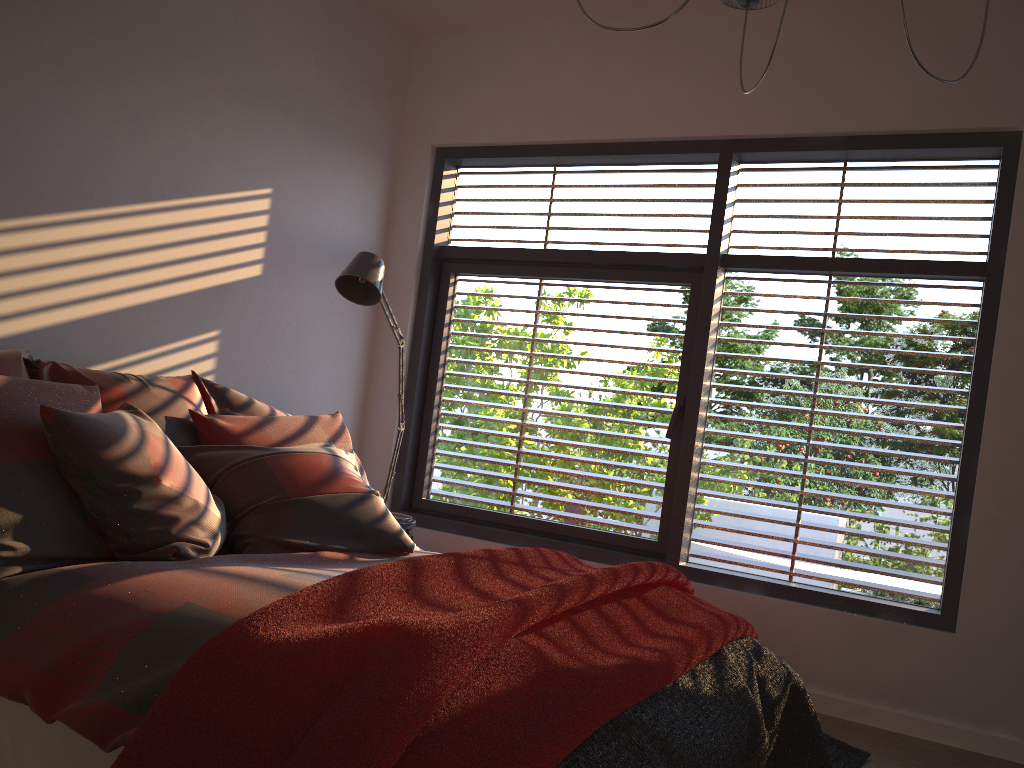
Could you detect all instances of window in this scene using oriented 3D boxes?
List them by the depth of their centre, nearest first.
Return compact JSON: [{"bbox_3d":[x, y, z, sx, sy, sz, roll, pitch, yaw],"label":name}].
[{"bbox_3d":[0.695,-0.121,4.054,2.629,1.941,0.170,7,0,27],"label":"window"}]

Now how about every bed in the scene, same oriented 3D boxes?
[{"bbox_3d":[-0.470,0.668,2.585,2.307,0.770,2.043,6,-2,26],"label":"bed"}]

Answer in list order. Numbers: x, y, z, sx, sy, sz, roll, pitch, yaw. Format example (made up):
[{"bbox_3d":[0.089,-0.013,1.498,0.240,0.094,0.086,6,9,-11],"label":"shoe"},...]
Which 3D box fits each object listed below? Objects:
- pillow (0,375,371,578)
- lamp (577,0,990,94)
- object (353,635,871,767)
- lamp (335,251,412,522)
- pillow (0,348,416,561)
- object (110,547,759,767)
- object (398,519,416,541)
[{"bbox_3d":[-1.035,0.288,2.805,0.526,0.551,1.820,7,-2,28],"label":"pillow"},{"bbox_3d":[0.660,-1.241,1.685,1.243,1.079,1.104,7,-1,27],"label":"lamp"},{"bbox_3d":[0.236,0.843,2.234,1.119,0.567,2.515,6,-3,27],"label":"object"},{"bbox_3d":[-0.614,0.040,3.882,0.279,1.127,0.790,7,0,19],"label":"lamp"},{"bbox_3d":[-0.973,0.327,2.862,1.141,0.733,2.149,7,-2,25],"label":"pillow"},{"bbox_3d":[0.097,0.796,2.265,0.681,0.660,2.654,7,-2,28],"label":"object"},{"bbox_3d":[-0.646,0.857,4.129,0.341,0.480,0.339,7,0,25],"label":"object"}]
